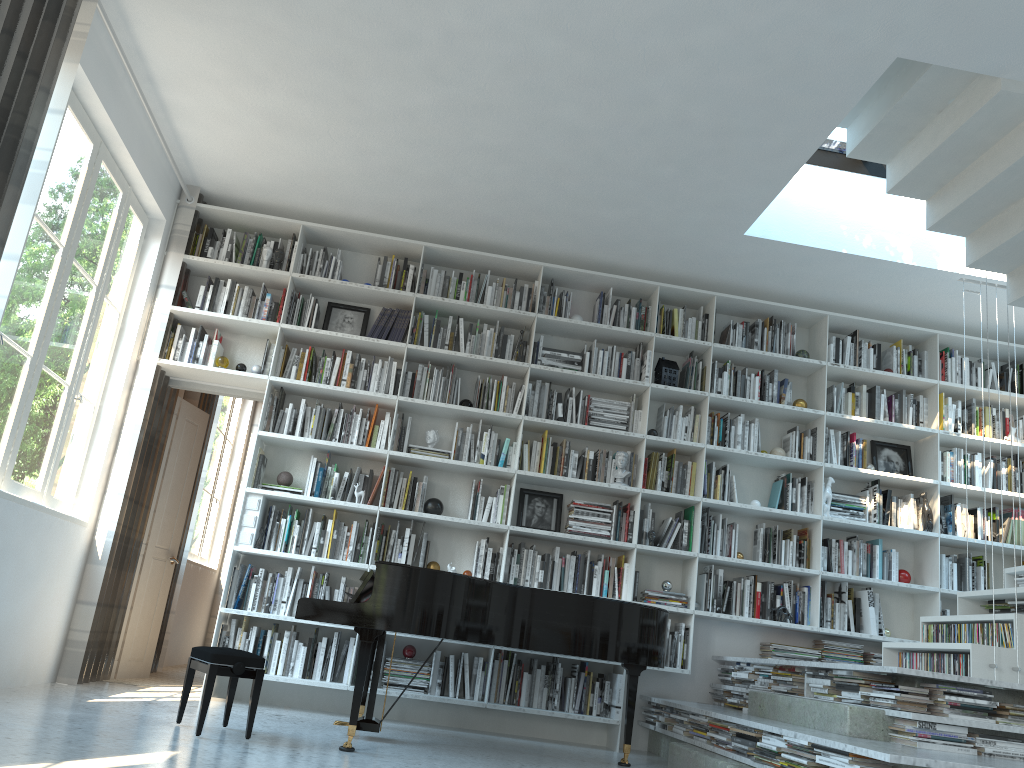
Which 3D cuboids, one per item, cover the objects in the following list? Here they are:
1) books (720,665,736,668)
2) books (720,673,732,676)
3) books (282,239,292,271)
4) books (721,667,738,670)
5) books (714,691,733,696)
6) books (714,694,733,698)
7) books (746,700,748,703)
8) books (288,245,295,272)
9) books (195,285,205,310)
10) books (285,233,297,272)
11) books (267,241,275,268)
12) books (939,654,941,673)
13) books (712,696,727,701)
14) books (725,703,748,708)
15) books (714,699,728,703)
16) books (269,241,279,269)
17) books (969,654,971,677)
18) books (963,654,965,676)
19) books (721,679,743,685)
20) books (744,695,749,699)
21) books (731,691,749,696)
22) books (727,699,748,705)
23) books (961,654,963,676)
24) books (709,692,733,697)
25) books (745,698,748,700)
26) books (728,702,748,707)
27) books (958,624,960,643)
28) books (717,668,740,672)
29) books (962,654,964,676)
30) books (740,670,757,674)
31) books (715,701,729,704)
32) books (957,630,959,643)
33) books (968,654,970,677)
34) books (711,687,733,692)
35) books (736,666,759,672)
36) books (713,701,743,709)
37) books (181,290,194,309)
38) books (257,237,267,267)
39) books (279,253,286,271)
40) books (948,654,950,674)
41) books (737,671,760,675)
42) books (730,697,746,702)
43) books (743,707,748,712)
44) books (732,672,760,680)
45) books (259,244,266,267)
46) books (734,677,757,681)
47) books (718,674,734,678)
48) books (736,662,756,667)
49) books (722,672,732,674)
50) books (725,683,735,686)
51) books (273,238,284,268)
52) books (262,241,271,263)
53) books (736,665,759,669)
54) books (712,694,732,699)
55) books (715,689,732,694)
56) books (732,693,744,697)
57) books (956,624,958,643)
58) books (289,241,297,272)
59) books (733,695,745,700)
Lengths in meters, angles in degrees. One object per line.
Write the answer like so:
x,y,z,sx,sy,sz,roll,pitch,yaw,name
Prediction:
1.486,1.856,5.795,0.159,0.011,0.247,10,-17,-8,books
1.482,1.905,5.781,0.156,0.009,0.288,10,-17,-7,books
-1.566,-0.841,6.190,0.022,0.285,0.175,9,-16,-5,books
1.485,1.865,5.792,0.167,0.008,0.235,9,-17,-6,books
1.422,2.022,5.777,0.159,0.009,0.211,8,-17,-1,books
1.423,2.036,5.774,0.152,0.005,0.243,8,-17,-1,books
1.497,1.872,5.177,0.156,0.017,0.264,10,-17,-9,books
-1.531,-0.822,6.190,0.025,0.258,0.138,9,-16,-5,books
-2.112,-0.538,6.036,0.034,0.217,0.167,9,-16,-5,books
-1.545,-0.864,6.193,0.014,0.336,0.168,9,-16,-5,books
-1.680,-0.844,6.174,0.021,0.252,0.179,9,-16,-5,books
2.336,1.507,4.719,0.125,0.125,0.008,9,-16,-5,books
1.420,2.055,5.768,0.170,0.012,0.215,9,-17,-5,books
1.441,1.991,5.462,0.187,0.009,0.262,8,-17,-2,books
1.429,2.069,5.766,0.147,0.014,0.293,9,-17,-5,books
-1.655,-0.843,6.174,0.027,0.258,0.147,9,-16,-5,books
2.368,1.438,4.475,0.125,0.125,0.010,9,-16,-5,books
2.362,1.451,4.521,0.125,0.125,0.008,9,-16,-5,books
1.474,1.945,5.769,0.163,0.017,0.233,8,-17,-3,books
1.491,1.846,5.183,0.181,0.017,0.250,10,-17,-8,books
1.472,1.921,5.485,0.149,0.014,0.229,10,-17,-7,books
1.450,1.966,5.470,0.180,0.016,0.183,10,-17,-8,books
2.360,1.456,4.539,0.125,0.125,0.010,9,-16,-5,books
1.414,2.029,5.775,0.184,0.006,0.263,9,-17,-4,books
1.495,1.859,5.180,0.178,0.009,0.277,9,-17,-4,books
1.460,1.983,5.467,0.160,0.014,0.268,9,-17,-6,books
2.496,1.381,4.836,0.125,0.125,0.010,9,-16,-5,books
1.473,1.874,5.788,0.171,0.015,0.253,10,-17,-10,books
2.361,1.453,4.529,0.125,0.125,0.010,9,-16,-5,books
1.523,1.795,5.511,0.143,0.012,0.265,8,-17,0,books
1.419,2.077,5.762,0.144,0.005,0.258,8,-17,0,books
2.495,1.384,4.847,0.125,0.125,0.014,9,-16,-5,books
2.367,1.440,4.484,0.125,0.125,0.007,9,-16,-5,books
1.421,1.999,5.784,0.174,0.009,0.240,8,-17,-3,books
1.524,1.780,5.516,0.163,0.018,0.290,9,-17,-6,books
1.417,2.088,5.759,0.163,0.019,0.188,9,-17,-6,books
-2.192,-0.528,6.034,0.121,0.175,0.130,9,-16,-5,books
-1.741,-0.863,6.176,0.013,0.274,0.159,9,-16,-5,books
-1.597,-0.797,6.174,0.028,0.184,0.168,9,-16,-5,books
2.346,1.486,4.644,0.125,0.125,0.008,9,-16,-5,books
1.515,1.803,5.508,0.171,0.007,0.207,8,-17,-3,books
1.464,1.957,5.474,0.159,0.009,0.229,9,-17,-4,books
1.476,1.916,5.162,0.189,0.028,0.203,11,-17,-10,books
1.502,1.819,5.502,0.189,0.029,0.238,10,-17,-8,books
-1.727,-0.837,6.170,0.021,0.225,0.157,9,-16,-5,books
1.513,1.839,5.498,0.163,0.008,0.295,10,-17,-7,books
1.474,1.914,5.778,0.179,0.012,0.262,9,-17,-5,books
1.518,1.754,5.522,0.171,0.020,0.194,11,-17,-10,books
1.491,1.899,5.784,0.145,0.008,0.298,9,-17,-6,books
1.486,1.962,5.766,0.134,0.014,0.182,10,-17,-8,books
-1.634,-0.852,6.192,0.013,0.291,0.155,9,-16,-5,books
-1.702,-0.845,6.162,0.025,0.243,0.168,9,-16,-5,books
1.527,1.769,5.519,0.159,0.007,0.286,9,-17,-6,books
1.424,2.044,5.772,0.159,0.012,0.279,9,-17,-6,books
1.426,2.011,5.781,0.152,0.015,0.208,8,-17,0,books
1.469,1.931,5.482,0.144,0.009,0.250,8,-17,-1,books
2.493,1.387,4.858,0.125,0.125,0.010,9,-16,-5,books
-1.502,-0.825,6.156,0.024,0.251,0.235,9,-16,-5,books
1.472,1.945,5.479,0.137,0.018,0.201,10,-17,-9,books
